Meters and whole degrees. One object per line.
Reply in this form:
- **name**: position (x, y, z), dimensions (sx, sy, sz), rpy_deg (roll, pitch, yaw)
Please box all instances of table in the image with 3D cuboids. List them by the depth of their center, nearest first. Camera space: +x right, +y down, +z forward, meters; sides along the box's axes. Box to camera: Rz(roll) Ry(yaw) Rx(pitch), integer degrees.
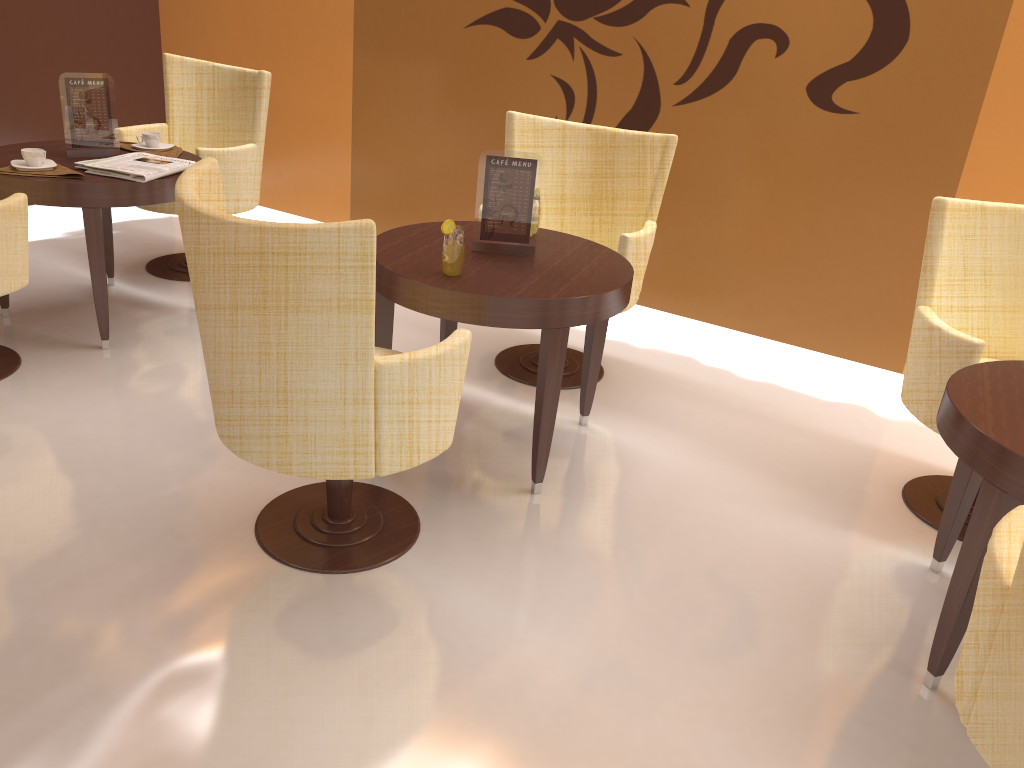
- **table**: position (1.459, 0.424, 2.215), dimensions (0.872, 0.679, 0.874), rpy_deg (-5, 26, -23)
- **table**: position (-0.065, -0.120, 3.079), dimensions (0.872, 0.679, 0.874), rpy_deg (-8, 28, -28)
- **table**: position (-1.762, -0.621, 3.809), dimensions (0.872, 0.679, 0.874), rpy_deg (-5, 26, -23)

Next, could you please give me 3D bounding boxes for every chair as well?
- **chair**: position (1.143, 0.540, 1.473), dimensions (0.729, 1.017, 0.685), rpy_deg (16, 26, 22)
- **chair**: position (-0.496, -0.033, 2.375), dimensions (0.685, 1.017, 0.729), rpy_deg (-17, 32, -40)
- **chair**: position (1.641, -0.042, 2.877), dimensions (0.729, 1.017, 0.685), rpy_deg (4, 24, -4)
- **chair**: position (-2.078, -0.505, 3.067), dimensions (0.729, 1.017, 0.685), rpy_deg (16, 26, 22)
- **chair**: position (0.231, -0.556, 3.700), dimensions (0.729, 1.017, 0.685), rpy_deg (12, 25, 14)
- **chair**: position (-1.583, -1.087, 4.470), dimensions (0.729, 1.017, 0.685), rpy_deg (18, 27, 25)

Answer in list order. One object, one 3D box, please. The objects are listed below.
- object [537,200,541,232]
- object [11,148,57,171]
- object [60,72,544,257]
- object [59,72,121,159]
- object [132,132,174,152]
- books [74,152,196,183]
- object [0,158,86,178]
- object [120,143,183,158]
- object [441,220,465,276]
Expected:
- **object**: position (0.069, -0.614, 3.167), dimensions (0.067, 0.171, 0.072), rpy_deg (0, 25, -13)
- **object**: position (-1.835, -0.862, 3.399), dimensions (0.153, 0.069, 0.153), rpy_deg (-11, 29, -32)
- **object**: position (-0.845, -0.844, 3.271), dimensions (2.090, 0.335, 0.187), rpy_deg (16, 26, 22)
- **object**: position (-1.733, -1.102, 3.644), dimensions (0.209, 0.335, 0.042), rpy_deg (-13, 30, -35)
- **object**: position (-1.590, -1.074, 3.925), dimensions (0.153, 0.069, 0.153), rpy_deg (10, 25, 10)
- **books**: position (-1.499, -0.875, 3.561), dimensions (0.345, 0.035, 0.367), rpy_deg (13, 25, 16)
- **object**: position (-1.844, -0.829, 3.395), dimensions (0.464, 0.021, 0.239), rpy_deg (26, 31, 37)
- **object**: position (-1.579, -1.051, 3.949), dimensions (0.464, 0.021, 0.239), rpy_deg (16, 26, 22)
- **object**: position (-0.175, -0.409, 2.658), dimensions (0.067, 0.171, 0.072), rpy_deg (10, 24, 9)
